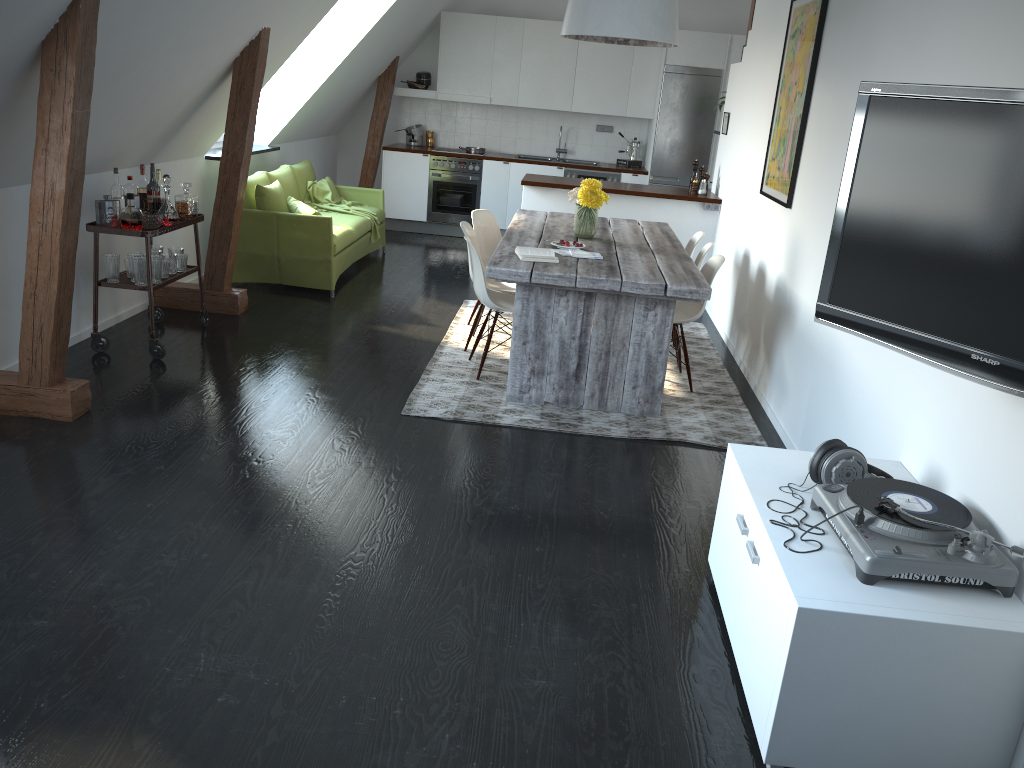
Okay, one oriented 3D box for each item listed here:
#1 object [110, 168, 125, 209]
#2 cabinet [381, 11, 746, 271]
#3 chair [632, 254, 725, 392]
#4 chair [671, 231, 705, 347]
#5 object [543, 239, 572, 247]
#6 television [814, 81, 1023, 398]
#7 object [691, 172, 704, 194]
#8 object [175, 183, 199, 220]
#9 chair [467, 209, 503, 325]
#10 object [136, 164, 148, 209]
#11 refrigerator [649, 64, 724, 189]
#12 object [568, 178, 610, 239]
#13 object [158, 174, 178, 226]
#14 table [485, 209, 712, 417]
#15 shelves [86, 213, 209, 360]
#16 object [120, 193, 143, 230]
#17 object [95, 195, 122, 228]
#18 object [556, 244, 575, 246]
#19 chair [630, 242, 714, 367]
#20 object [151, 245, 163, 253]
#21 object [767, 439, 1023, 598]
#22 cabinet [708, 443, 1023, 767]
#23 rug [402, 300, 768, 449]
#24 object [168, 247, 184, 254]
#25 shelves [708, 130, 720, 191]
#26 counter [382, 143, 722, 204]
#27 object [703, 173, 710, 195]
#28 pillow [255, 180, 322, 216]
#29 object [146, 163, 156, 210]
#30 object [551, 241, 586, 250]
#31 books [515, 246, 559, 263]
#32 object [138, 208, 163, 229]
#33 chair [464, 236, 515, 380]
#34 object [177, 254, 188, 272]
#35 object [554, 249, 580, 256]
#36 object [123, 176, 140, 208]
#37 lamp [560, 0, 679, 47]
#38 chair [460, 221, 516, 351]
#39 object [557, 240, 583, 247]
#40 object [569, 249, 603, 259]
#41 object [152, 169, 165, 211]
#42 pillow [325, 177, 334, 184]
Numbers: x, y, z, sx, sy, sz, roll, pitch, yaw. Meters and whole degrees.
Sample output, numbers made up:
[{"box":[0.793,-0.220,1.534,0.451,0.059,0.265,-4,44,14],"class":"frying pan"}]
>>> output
[{"box":[-2.216,-1.050,4.979,0.073,0.320,0.073,3,18,-6],"class":"object"},{"box":[0.642,-2.392,8.822,4.208,2.369,3.033,6,18,3],"class":"cabinet"},{"box":[0.957,-0.403,5.391,0.542,0.801,0.465,5,18,-1],"class":"chair"},{"box":[1.044,-0.713,6.348,0.542,0.801,0.465,6,18,3],"class":"chair"},{"box":[0.272,-0.818,5.159,0.194,0.022,0.019,11,19,17],"class":"object"},{"box":[1.340,-0.330,2.089,0.537,0.652,1.005,-6,21,-30],"class":"television"},{"box":[1.588,-1.732,7.619,0.080,0.192,0.058,1,19,-13],"class":"object"},{"box":[-1.989,-1.120,5.420,0.101,0.211,0.101,11,19,17],"class":"object"},{"box":[-0.048,-0.804,6.321,0.542,0.801,0.465,15,21,27],"class":"chair"},{"box":[-2.226,-1.169,5.357,0.081,0.308,0.081,3,18,-5],"class":"object"},{"box":[1.815,-2.414,9.514,0.609,1.868,0.031,6,18,2],"class":"refrigerator"},{"box":[0.476,-1.100,5.549,0.233,0.365,0.293,-4,20,-25],"class":"object"},{"box":[-1.991,-1.063,5.124,0.114,0.292,0.114,-3,20,-24],"class":"object"},{"box":[0.489,-0.535,5.679,1.141,0.788,2.421,6,18,2],"class":"table"},{"box":[-2.156,-0.621,5.303,0.438,0.732,0.803,5,18,-1],"class":"shelves"},{"box":[-2.089,-0.942,4.866,0.087,0.206,0.087,15,20,26],"class":"object"},{"box":[-2.222,-0.946,4.888,0.052,0.182,0.135,20,23,37],"class":"object"},{"box":[0.310,-0.809,5.164,0.110,0.011,0.058,7,18,6],"class":"object"},{"box":[1.008,-0.567,5.898,0.542,0.801,0.465,8,18,8],"class":"chair"},{"box":[-2.216,-0.797,5.513,0.095,0.119,0.095,-7,22,-33],"class":"object"},{"box":[1.032,0.340,2.583,0.558,0.162,0.742,5,18,0],"class":"object"},{"box":[0.998,0.644,2.719,0.623,0.507,1.069,6,18,2],"class":"cabinet"},{"box":[0.467,-0.163,5.782,1.898,0.022,2.677,6,18,2],"class":"rug"},{"box":[-2.087,-0.785,5.510,0.095,0.119,0.095,-7,22,-33],"class":"object"},{"box":[2.159,-1.990,8.085,0.660,0.553,0.408,6,18,2],"class":"shelves"},{"box":[0.188,-2.165,8.906,3.365,0.038,3.085,6,18,2],"class":"counter"},{"box":[1.667,-1.728,7.642,0.058,0.184,0.058,5,18,-1],"class":"object"},{"box":[-1.665,-1.364,6.909,0.600,0.387,0.475,5,18,0],"class":"pillow"},{"box":[-2.128,-1.142,5.262,0.080,0.329,0.080,3,18,-6],"class":"object"},{"box":[0.326,-0.804,5.166,0.205,0.024,0.205,4,18,-5],"class":"object"},{"box":[0.133,-0.704,4.786,0.202,0.042,0.251,2,19,-9],"class":"books"},{"box":[-2.076,-0.936,5.032,0.245,0.092,0.151,16,21,30],"class":"object"},{"box":[-0.043,-0.457,5.277,0.542,0.801,0.465,2,19,-11],"class":"chair"},{"box":[-2.029,-0.740,5.426,0.092,0.099,0.092,-1,19,-19],"class":"object"},{"box":[0.332,-0.742,4.995,0.182,0.014,0.185,-3,20,-22],"class":"object"},{"box":[-2.228,-1.085,5.183,0.067,0.257,0.099,8,18,7],"class":"object"},{"box":[0.772,-3.338,4.765,0.757,2.813,0.697,-8,23,-35],"class":"lamp"},{"box":[-0.094,-0.626,5.774,0.542,0.801,0.465,6,18,3],"class":"chair"},{"box":[0.341,-0.817,5.172,0.132,0.034,0.144,-3,20,-24],"class":"object"},{"box":[0.414,-0.730,4.976,0.182,0.016,0.179,4,18,-3],"class":"object"},{"box":[-2.069,-1.104,5.205,0.081,0.307,0.081,8,18,8],"class":"object"},{"box":[-1.751,-1.798,8.384,0.210,0.275,0.462,5,18,0],"class":"pillow"}]
